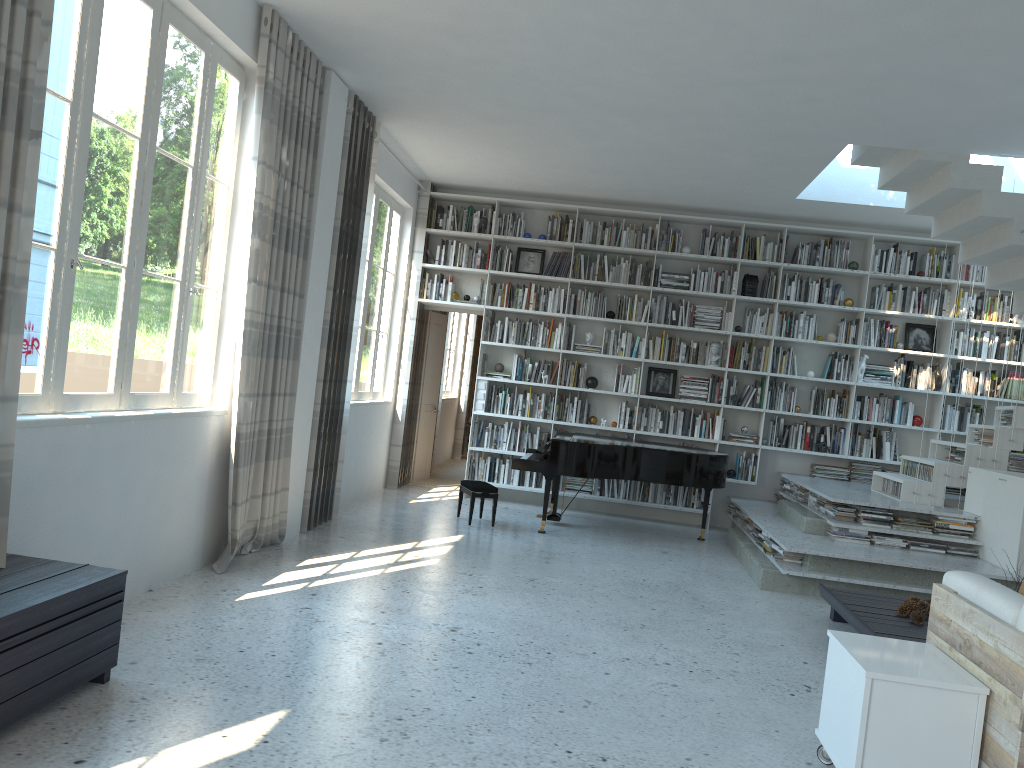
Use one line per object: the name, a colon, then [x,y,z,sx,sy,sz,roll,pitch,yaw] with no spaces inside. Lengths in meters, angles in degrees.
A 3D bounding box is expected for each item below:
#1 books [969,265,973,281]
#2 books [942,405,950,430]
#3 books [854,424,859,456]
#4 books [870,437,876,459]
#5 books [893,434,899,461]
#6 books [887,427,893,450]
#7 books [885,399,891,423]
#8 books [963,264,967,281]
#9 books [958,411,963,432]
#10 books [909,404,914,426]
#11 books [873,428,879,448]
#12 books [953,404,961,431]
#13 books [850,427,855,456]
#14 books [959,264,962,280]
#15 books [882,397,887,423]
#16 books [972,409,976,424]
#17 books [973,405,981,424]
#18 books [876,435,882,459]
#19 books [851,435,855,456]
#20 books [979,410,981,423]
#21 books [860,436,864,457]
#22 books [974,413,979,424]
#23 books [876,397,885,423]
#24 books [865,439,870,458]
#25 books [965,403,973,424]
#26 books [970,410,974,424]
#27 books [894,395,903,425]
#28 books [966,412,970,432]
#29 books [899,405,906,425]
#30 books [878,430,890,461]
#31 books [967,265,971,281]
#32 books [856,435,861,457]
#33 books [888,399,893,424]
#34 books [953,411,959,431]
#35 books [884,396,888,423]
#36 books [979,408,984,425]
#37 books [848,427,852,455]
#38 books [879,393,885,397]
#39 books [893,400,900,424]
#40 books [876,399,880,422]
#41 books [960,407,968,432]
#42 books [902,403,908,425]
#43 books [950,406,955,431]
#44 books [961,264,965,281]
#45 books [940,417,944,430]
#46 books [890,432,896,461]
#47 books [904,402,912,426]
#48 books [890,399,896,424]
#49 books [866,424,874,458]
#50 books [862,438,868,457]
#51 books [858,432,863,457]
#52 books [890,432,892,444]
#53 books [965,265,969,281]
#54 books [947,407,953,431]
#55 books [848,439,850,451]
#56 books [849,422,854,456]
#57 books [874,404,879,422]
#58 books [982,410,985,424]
books: [4.544,-1.110,8.837,0.022,0.229,0.174,7,1,6]
books: [4.327,0.333,8.874,0.024,0.252,0.175,7,1,6]
books: [3.480,0.566,8.995,0.013,0.327,0.130,7,1,6]
books: [3.633,0.639,8.959,0.052,0.217,0.184,7,1,6]
books: [3.860,0.636,8.940,0.062,0.274,0.148,7,1,6]
books: [3.803,0.604,8.958,0.012,0.326,0.136,7,1,6]
books: [3.770,0.271,8.948,0.026,0.246,0.165,7,1,6]
books: [4.498,-1.112,8.866,0.025,0.223,0.136,7,1,6]
books: [4.461,0.370,8.875,0.025,0.208,0.149,7,1,6]
books: [3.994,0.309,8.920,0.027,0.223,0.170,7,1,6]
books: [3.671,0.599,8.976,0.010,0.304,0.131,7,1,6]
books: [4.441,0.338,8.884,0.024,0.267,0.133,7,1,6]
books: [3.431,0.580,8.990,0.015,0.287,0.138,7,1,6]
books: [4.451,-1.163,8.846,0.011,0.313,0.172,7,1,6]
books: [3.727,0.259,8.929,0.012,0.262,0.186,7,1,6]
books: [4.584,0.368,8.873,0.027,0.242,0.131,7,1,6]
books: [4.624,0.351,8.849,0.011,0.284,0.161,7,1,6]
books: [3.686,0.634,8.957,0.031,0.239,0.171,7,1,6]
books: [3.451,0.619,9.000,0.033,0.213,0.140,7,1,6]
books: [4.634,0.376,8.856,0.014,0.237,0.146,7,1,6]
books: [3.528,0.630,8.980,0.025,0.210,0.137,7,1,6]
books: [4.603,0.388,8.843,0.021,0.205,0.174,7,1,6]
books: [3.694,0.258,8.928,0.028,0.255,0.191,7,1,6]
books: [3.580,0.649,8.968,0.024,0.185,0.149,7,1,6]
books: [4.553,0.336,8.866,0.013,0.297,0.141,7,1,6]
books: [4.562,0.371,8.859,0.014,0.230,0.172,7,1,6]
books: [3.870,0.261,8.921,0.026,0.290,0.181,7,1,6]
books: [4.527,0.382,8.869,0.027,0.201,0.164,7,1,6]
books: [3.903,0.310,8.922,0.030,0.201,0.189,7,1,6]
books: [3.736,0.614,8.908,0.075,0.291,0.255,7,1,6]
books: [4.529,-1.132,8.835,0.012,0.269,0.184,7,1,6]
books: [3.490,0.624,8.983,0.023,0.214,0.163,7,1,6]
books: [3.788,0.272,8.926,0.014,0.249,0.177,7,1,6]
books: [4.409,0.368,8.868,0.029,0.201,0.172,7,1,6]
books: [3.752,0.256,8.947,0.011,0.272,0.152,7,1,6]
books: [4.657,0.370,8.857,0.012,0.254,0.161,7,1,6]
books: [3.404,0.577,8.995,0.012,0.286,0.158,7,1,6]
books: [3.719,0.239,8.947,0.013,0.299,0.147,7,1,6]
books: [3.843,0.281,8.921,0.023,0.244,0.189,7,1,6]
books: [3.675,0.269,8.953,0.012,0.229,0.179,7,1,6]
books: [4.487,0.353,8.845,0.027,0.248,0.184,7,1,6]
books: [3.938,0.305,8.933,0.037,0.218,0.139,7,1,6]
books: [4.387,0.345,8.876,0.022,0.242,0.151,7,1,6]
books: [4.477,-1.141,8.857,0.022,0.275,0.160,7,1,6]
books: [4.276,0.315,8.894,0.085,0.278,0.159,7,1,6]
books: [3.817,0.625,8.935,0.025,0.287,0.160,7,1,6]
books: [3.969,0.300,8.921,0.025,0.235,0.181,7,1,6]
books: [3.829,0.274,8.947,0.012,0.254,0.161,7,1,6]
books: [3.607,0.577,8.962,0.014,0.333,0.168,7,1,6]
books: [3.554,0.644,8.978,0.030,0.188,0.140,7,1,6]
books: [3.509,0.611,8.971,0.015,0.243,0.156,7,1,6]
books: [3.789,0.622,8.954,0.012,0.285,0.159,7,1,6]
books: [4.519,-1.142,8.849,0.013,0.286,0.150,7,1,6]
books: [4.357,0.345,8.878,0.037,0.236,0.153,7,1,6]
books: [3.378,0.614,8.978,0.027,0.208,0.164,7,1,6]
books: [3.419,0.554,8.988,0.014,0.337,0.132,7,1,6]
books: [3.652,0.290,8.946,0.027,0.182,0.186,7,1,6]
books: [4.668,0.378,8.852,0.013,0.240,0.166,7,1,6]
